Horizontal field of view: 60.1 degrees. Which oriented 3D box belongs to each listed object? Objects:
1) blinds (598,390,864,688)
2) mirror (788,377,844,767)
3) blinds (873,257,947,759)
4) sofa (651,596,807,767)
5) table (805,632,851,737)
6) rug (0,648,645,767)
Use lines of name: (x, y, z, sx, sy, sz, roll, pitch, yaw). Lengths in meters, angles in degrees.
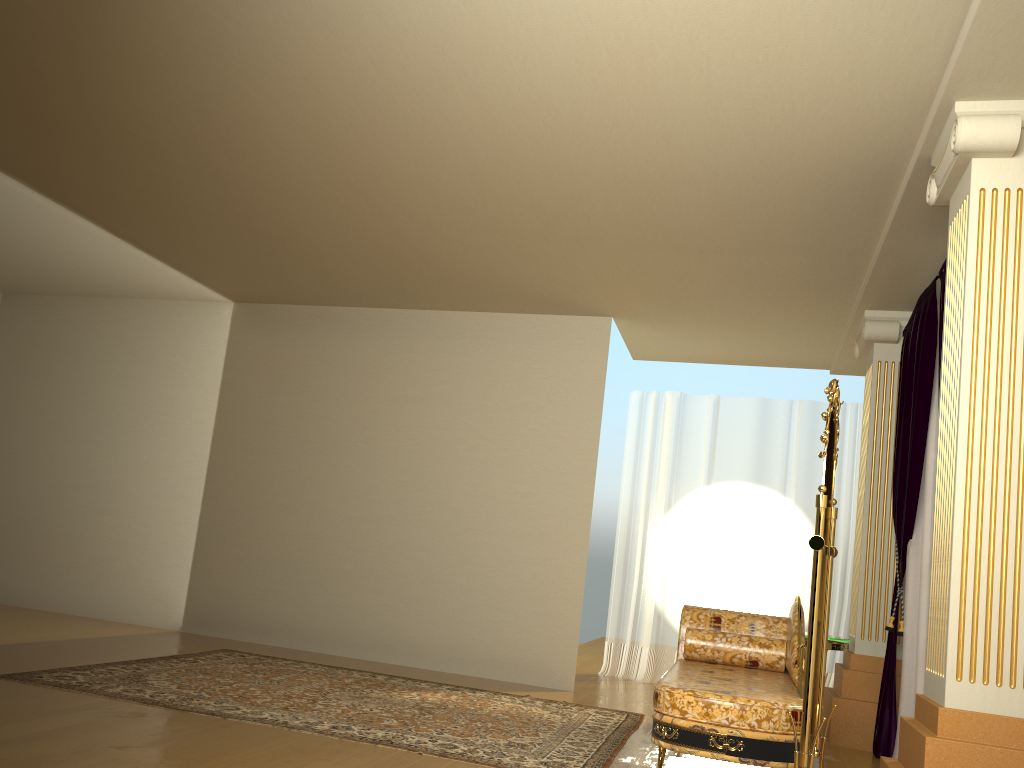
blinds: (1.889, 1.329, 7.424, 2.163, 2.482, 0.166, 4, -8, 18)
mirror: (1.130, 0.804, 3.235, 0.243, 1.683, 0.547, 3, -9, 25)
blinds: (2.161, 0.681, 4.411, 0.339, 2.626, 2.261, 4, -9, 16)
sofa: (1.115, 1.474, 4.487, 0.692, 0.862, 1.916, 4, -11, 15)
table: (1.788, 1.879, 5.521, 0.574, 0.637, 0.574, 12, -10, -29)
rug: (-0.877, 1.784, 5.037, 3.074, 0.017, 2.143, 3, -12, 15)
